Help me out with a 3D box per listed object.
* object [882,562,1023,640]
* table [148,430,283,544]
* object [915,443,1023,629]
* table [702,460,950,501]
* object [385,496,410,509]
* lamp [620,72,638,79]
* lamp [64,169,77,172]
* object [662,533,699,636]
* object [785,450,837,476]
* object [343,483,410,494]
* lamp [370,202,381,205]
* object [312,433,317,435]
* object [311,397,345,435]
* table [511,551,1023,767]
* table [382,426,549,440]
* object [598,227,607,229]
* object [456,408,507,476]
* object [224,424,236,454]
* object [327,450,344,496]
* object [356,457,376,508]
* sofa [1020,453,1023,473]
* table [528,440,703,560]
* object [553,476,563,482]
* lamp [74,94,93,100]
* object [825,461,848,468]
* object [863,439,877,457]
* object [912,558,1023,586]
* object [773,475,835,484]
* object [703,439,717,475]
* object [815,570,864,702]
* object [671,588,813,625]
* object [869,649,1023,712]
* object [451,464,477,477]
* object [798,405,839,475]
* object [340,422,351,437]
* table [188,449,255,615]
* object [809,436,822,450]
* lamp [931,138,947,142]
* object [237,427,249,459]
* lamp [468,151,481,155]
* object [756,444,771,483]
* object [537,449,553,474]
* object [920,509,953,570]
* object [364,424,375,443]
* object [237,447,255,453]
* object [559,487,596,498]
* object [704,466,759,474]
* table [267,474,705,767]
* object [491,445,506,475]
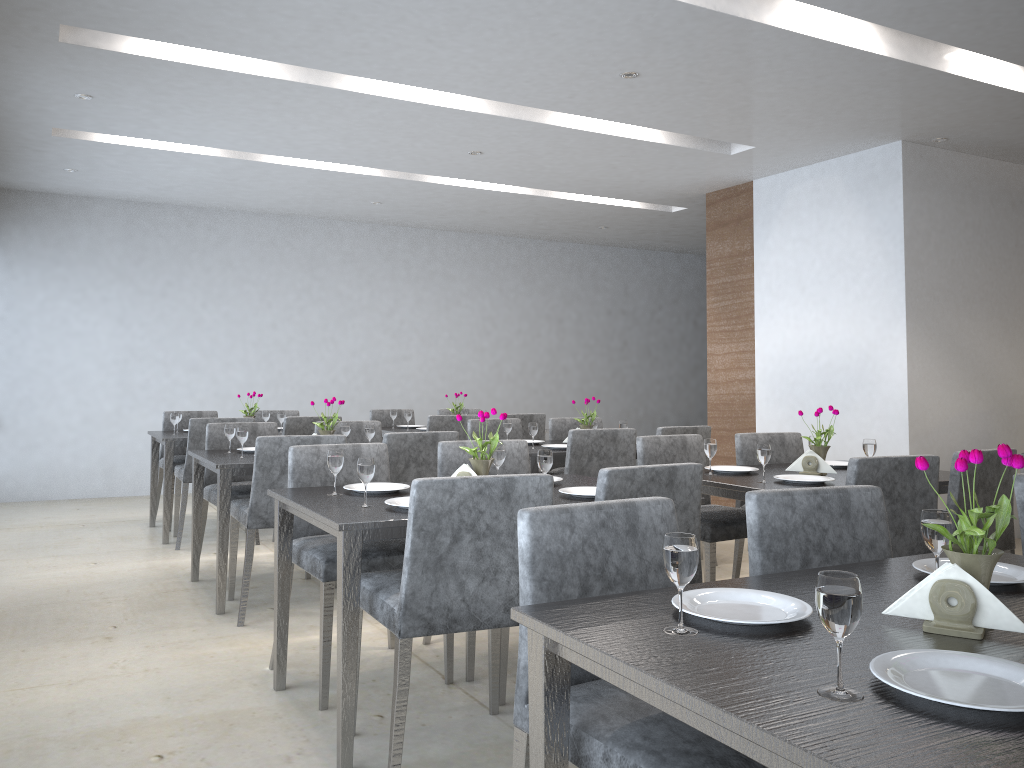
[{"bbox_3d":[0.657,0.316,1.315,0.203,0.100,0.070,0,-3,31],"label":"object"},{"bbox_3d":[-1.758,0.643,5.893,1.187,0.637,0.775,1,-2,-28],"label":"table"},{"bbox_3d":[0.712,0.228,1.356,0.154,0.278,0.103,2,-4,-31],"label":"object"},{"bbox_3d":[1.235,0.679,3.546,1.187,0.637,0.775,1,-2,-28],"label":"table"},{"bbox_3d":[-0.258,0.345,2.547,0.216,0.015,0.216,0,0,-28],"label":"object"},{"bbox_3d":[0.574,-1.516,4.340,0.089,0.007,0.088,1,0,17],"label":"lamp"},{"bbox_3d":[-3.225,-1.559,6.455,0.089,0.007,0.088,1,0,17],"label":"lamp"},{"bbox_3d":[0.248,0.293,1.300,0.053,0.140,0.053,0,-4,14],"label":"object"},{"bbox_3d":[1.189,0.311,3.519,0.203,0.100,0.070,0,-3,31],"label":"object"},{"bbox_3d":[-0.441,0.342,2.886,0.216,0.015,0.216,0,0,-28],"label":"object"},{"bbox_3d":[-1.168,-1.546,7.561,0.089,0.007,0.088,1,0,17],"label":"lamp"},{"bbox_3d":[-0.959,0.289,4.303,0.203,0.100,0.070,0,-3,31],"label":"object"},{"bbox_3d":[-0.903,0.200,4.344,0.154,0.278,0.103,2,-4,-31],"label":"object"},{"bbox_3d":[0.703,0.684,1.342,1.187,0.637,0.775,1,-2,-28],"label":"table"},{"bbox_3d":[-0.422,0.651,6.611,1.187,0.637,0.775,1,-2,-28],"label":"table"},{"bbox_3d":[0.890,-1.533,8.666,0.089,0.007,0.088,1,0,17],"label":"object"},{"bbox_3d":[-0.091,0.214,2.842,0.154,0.278,0.103,2,-4,-31],"label":"object"},{"bbox_3d":[-1.369,0.265,4.290,0.053,0.140,0.053,-1,-4,20],"label":"object"},{"bbox_3d":[-0.557,0.279,2.789,0.053,0.140,0.053,0,-4,14],"label":"object"},{"bbox_3d":[-0.419,0.281,2.533,0.053,0.140,0.053,0,-4,14],"label":"object"},{"bbox_3d":[4.085,0.710,3.477,0.834,0.631,3.790,1,0,-28],"label":"sofa"},{"bbox_3d":[0.423,0.666,5.048,1.187,0.637,0.775,1,-2,-28],"label":"table"},{"bbox_3d":[0.074,0.345,3.163,0.216,0.015,0.216,0,0,-28],"label":"object"},{"bbox_3d":[-2.305,-1.544,4.754,0.089,0.007,0.088,1,0,17],"label":"lamp"},{"bbox_3d":[1.410,0.354,3.880,0.217,0.015,0.216,1,0,18],"label":"object"},{"bbox_3d":[1.447,0.293,3.575,0.053,0.140,0.053,-1,-4,20],"label":"object"},{"bbox_3d":[0.878,0.359,1.676,0.216,0.015,0.216,0,0,-28],"label":"object"},{"bbox_3d":[1.078,0.353,3.265,0.216,0.015,0.216,0,0,-28],"label":"object"},{"bbox_3d":[0.783,0.288,3.490,0.053,0.140,0.053,-1,-4,20],"label":"object"},{"bbox_3d":[0.386,0.295,1.044,0.053,0.140,0.053,-1,-4,20],"label":"object"},{"bbox_3d":[0.363,0.355,1.399,0.216,0.015,0.216,0,0,-28],"label":"object"},{"bbox_3d":[0.546,0.358,1.061,0.216,0.015,0.216,0,0,-28],"label":"object"},{"bbox_3d":[-0.147,0.302,2.801,0.203,0.100,0.070,0,-3,31],"label":"object"},{"bbox_3d":[1.245,0.223,3.560,0.154,0.278,0.103,2,-4,-31],"label":"object"},{"bbox_3d":[-0.861,0.269,4.563,0.053,0.140,0.053,-1,-4,20],"label":"object"},{"bbox_3d":[-0.913,0.657,4.330,1.187,0.637,0.775,1,-2,-28],"label":"table"},{"bbox_3d":[1.291,0.291,3.763,0.053,0.140,0.053,-1,-4,20],"label":"object"},{"bbox_3d":[2.631,-1.503,5.446,0.089,0.007,0.088,1,0,17],"label":"lamp"},{"bbox_3d":[-1.230,0.268,4.034,0.053,0.140,0.053,-1,-4,20],"label":"object"},{"bbox_3d":[-0.248,-1.530,5.859,0.089,0.007,0.088,1,0,17],"label":"lamp"},{"bbox_3d":[0.921,0.290,3.234,0.053,0.140,0.053,0,-4,14],"label":"object"},{"bbox_3d":[0.107,0.285,2.874,0.053,0.140,0.053,0,-4,14],"label":"object"},{"bbox_3d":[0.756,0.296,1.573,0.053,0.140,0.053,0,-4,14],"label":"object"},{"bbox_3d":[-0.704,0.271,4.375,0.053,0.140,0.053,-1,-4,20],"label":"object"},{"bbox_3d":[-1.253,0.328,4.387,0.216,0.015,0.216,1,0,40],"label":"object"},{"bbox_3d":[0.257,0.348,2.824,0.216,0.015,0.216,0,0,-28],"label":"object"},{"bbox_3d":[0.895,0.350,3.604,0.217,0.015,0.216,1,0,18],"label":"object"},{"bbox_3d":[-0.101,0.671,2.828,1.187,0.637,0.775,1,-2,-28],"label":"table"},{"bbox_3d":[-0.049,0.282,3.062,0.053,0.140,0.053,0,-4,14],"label":"object"}]
